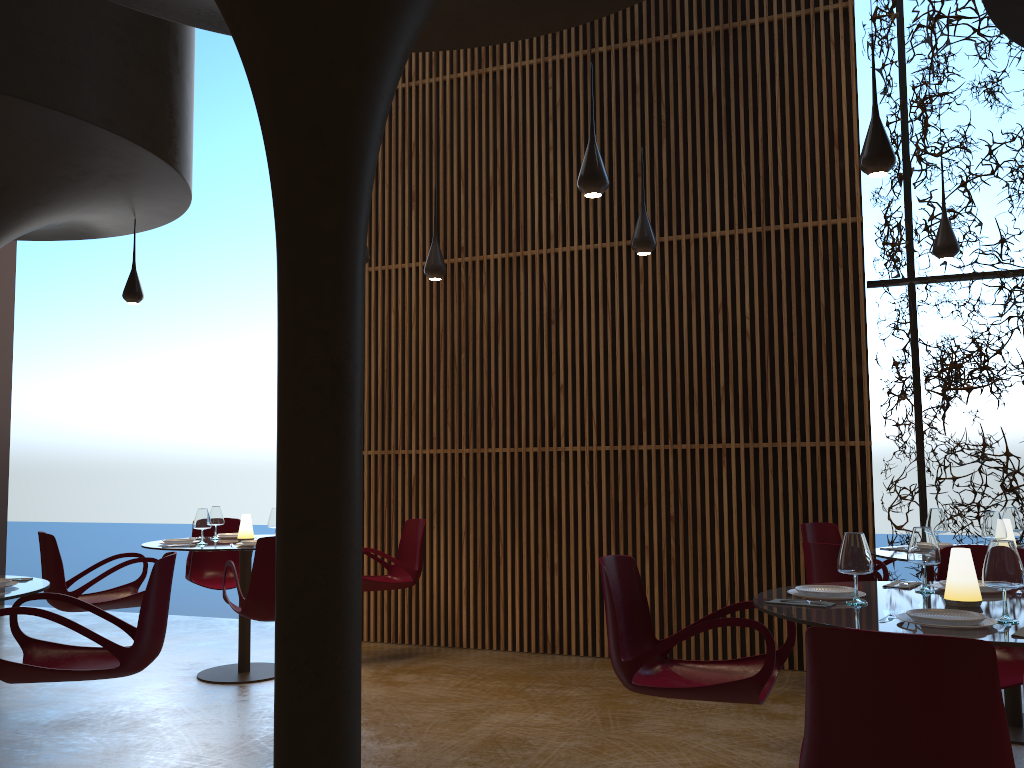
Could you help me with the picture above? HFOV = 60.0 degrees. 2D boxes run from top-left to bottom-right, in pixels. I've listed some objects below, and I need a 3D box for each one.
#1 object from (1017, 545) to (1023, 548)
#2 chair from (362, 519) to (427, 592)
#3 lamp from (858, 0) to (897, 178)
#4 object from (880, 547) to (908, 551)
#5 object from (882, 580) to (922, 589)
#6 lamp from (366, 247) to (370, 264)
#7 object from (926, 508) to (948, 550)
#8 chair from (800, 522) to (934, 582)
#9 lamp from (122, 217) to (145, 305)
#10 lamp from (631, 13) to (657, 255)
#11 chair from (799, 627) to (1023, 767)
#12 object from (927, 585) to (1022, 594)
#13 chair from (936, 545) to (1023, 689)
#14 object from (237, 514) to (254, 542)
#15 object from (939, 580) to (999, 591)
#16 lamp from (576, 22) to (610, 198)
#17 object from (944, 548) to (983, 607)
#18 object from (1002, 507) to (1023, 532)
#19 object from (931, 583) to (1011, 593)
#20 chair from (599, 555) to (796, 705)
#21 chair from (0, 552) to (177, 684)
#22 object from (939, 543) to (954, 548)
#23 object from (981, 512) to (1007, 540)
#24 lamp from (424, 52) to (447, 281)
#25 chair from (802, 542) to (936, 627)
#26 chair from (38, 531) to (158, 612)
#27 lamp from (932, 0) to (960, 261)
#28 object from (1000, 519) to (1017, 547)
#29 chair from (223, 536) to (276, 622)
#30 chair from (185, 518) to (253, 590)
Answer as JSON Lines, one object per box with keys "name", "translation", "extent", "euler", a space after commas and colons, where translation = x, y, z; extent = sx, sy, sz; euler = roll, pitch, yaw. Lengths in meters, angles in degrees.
{"name": "object", "translation": [3.633, 1.178, 6.421], "extent": [0.262, 0.017, 0.127], "euler": [2, -6, -23]}
{"name": "chair", "translation": [-1.216, 1.577, 8.169], "extent": [0.873, 0.634, 0.626], "euler": [2, -6, -29]}
{"name": "lamp", "translation": [2.006, -4.284, 5.161], "extent": [0.196, 6.264, 0.196], "euler": [1, -5, -24]}
{"name": "object", "translation": [2.739, 1.168, 6.253], "extent": [0.126, 0.017, 0.262], "euler": [2, -6, -24]}
{"name": "object", "translation": [1.898, 0.976, 4.308], "extent": [0.126, 0.017, 0.262], "euler": [-5, -7, 37]}
{"name": "lamp", "translation": [-1.239, -4.048, 7.196], "extent": [0.196, 6.264, 0.196], "euler": [3, -6, -41]}
{"name": "object", "translation": [2.948, 1.011, 6.150], "extent": [0.142, 0.295, 0.142], "euler": [-2, -5, 20]}
{"name": "chair", "translation": [2.682, 1.409, 6.855], "extent": [0.625, 0.634, 0.874], "euler": [3, -6, -34]}
{"name": "lamp", "translation": [-3.604, -3.882, 8.609], "extent": [0.196, 6.264, 0.196], "euler": [0, -4, -4]}
{"name": "lamp", "translation": [0.962, -4.099, 6.880], "extent": [0.196, 6.264, 0.196], "euler": [0, -4, -4]}
{"name": "chair", "translation": [1.188, 0.986, 2.606], "extent": [0.625, 0.634, 0.874], "euler": [-4, -6, 31]}
{"name": "object", "translation": [2.131, 0.947, 4.108], "extent": [0.411, 0.012, 0.204], "euler": [-4, -7, 33]}
{"name": "chair", "translation": [2.375, 1.172, 4.520], "extent": [0.625, 0.634, 0.874], "euler": [-4, -6, 36]}
{"name": "object", "translation": [-2.306, 1.245, 7.688], "extent": [0.142, 0.232, 0.145], "euler": [-1, -5, 6]}
{"name": "object", "translation": [2.126, 0.937, 4.111], "extent": [0.263, 0.029, 0.263], "euler": [-3, -6, 21]}
{"name": "lamp", "translation": [0.454, -4.238, 5.482], "extent": [0.196, 6.264, 0.196], "euler": [1, -5, -24]}
{"name": "object", "translation": [1.858, 0.796, 3.661], "extent": [0.144, 0.232, 0.142], "euler": [2, -5, -24]}
{"name": "object", "translation": [3.511, 1.014, 6.226], "extent": [0.142, 0.295, 0.142], "euler": [-3, -5, 32]}
{"name": "object", "translation": [2.126, 0.946, 4.111], "extent": [0.332, 0.014, 0.332], "euler": [5, -8, -42]}
{"name": "chair", "translation": [0.850, 1.153, 4.206], "extent": [0.873, 0.634, 0.626], "euler": [-3, -6, 26]}
{"name": "chair", "translation": [-2.244, 1.229, 4.687], "extent": [0.872, 0.635, 0.626], "euler": [1, -5, -16]}
{"name": "object", "translation": [3.022, 1.160, 6.361], "extent": [0.263, 0.029, 0.264], "euler": [0, -6, -8]}
{"name": "object", "translation": [3.022, 0.950, 5.558], "extent": [0.142, 0.295, 0.142], "euler": [-4, -6, 36]}
{"name": "lamp", "translation": [-0.671, -4.002, 7.683], "extent": [0.196, 6.264, 0.196], "euler": [-3, -5, 28]}
{"name": "chair", "translation": [2.172, 1.254, 5.300], "extent": [0.873, 0.634, 0.626], "euler": [2, -6, -29]}
{"name": "chair", "translation": [-3.302, 1.483, 7.076], "extent": [0.873, 0.634, 0.626], "euler": [3, -6, -34]}
{"name": "lamp", "translation": [3.348, -4.094, 7.126], "extent": [0.196, 6.264, 0.196], "euler": [4, -6, -44]}
{"name": "object", "translation": [3.270, 1.012, 5.882], "extent": [0.144, 0.232, 0.142], "euler": [1, -5, -14]}
{"name": "chair", "translation": [-1.743, 1.418, 6.569], "extent": [0.625, 0.634, 0.874], "euler": [2, -6, -29]}
{"name": "chair", "translation": [-2.811, 1.630, 8.550], "extent": [0.625, 0.634, 0.874], "euler": [2, -6, -24]}
